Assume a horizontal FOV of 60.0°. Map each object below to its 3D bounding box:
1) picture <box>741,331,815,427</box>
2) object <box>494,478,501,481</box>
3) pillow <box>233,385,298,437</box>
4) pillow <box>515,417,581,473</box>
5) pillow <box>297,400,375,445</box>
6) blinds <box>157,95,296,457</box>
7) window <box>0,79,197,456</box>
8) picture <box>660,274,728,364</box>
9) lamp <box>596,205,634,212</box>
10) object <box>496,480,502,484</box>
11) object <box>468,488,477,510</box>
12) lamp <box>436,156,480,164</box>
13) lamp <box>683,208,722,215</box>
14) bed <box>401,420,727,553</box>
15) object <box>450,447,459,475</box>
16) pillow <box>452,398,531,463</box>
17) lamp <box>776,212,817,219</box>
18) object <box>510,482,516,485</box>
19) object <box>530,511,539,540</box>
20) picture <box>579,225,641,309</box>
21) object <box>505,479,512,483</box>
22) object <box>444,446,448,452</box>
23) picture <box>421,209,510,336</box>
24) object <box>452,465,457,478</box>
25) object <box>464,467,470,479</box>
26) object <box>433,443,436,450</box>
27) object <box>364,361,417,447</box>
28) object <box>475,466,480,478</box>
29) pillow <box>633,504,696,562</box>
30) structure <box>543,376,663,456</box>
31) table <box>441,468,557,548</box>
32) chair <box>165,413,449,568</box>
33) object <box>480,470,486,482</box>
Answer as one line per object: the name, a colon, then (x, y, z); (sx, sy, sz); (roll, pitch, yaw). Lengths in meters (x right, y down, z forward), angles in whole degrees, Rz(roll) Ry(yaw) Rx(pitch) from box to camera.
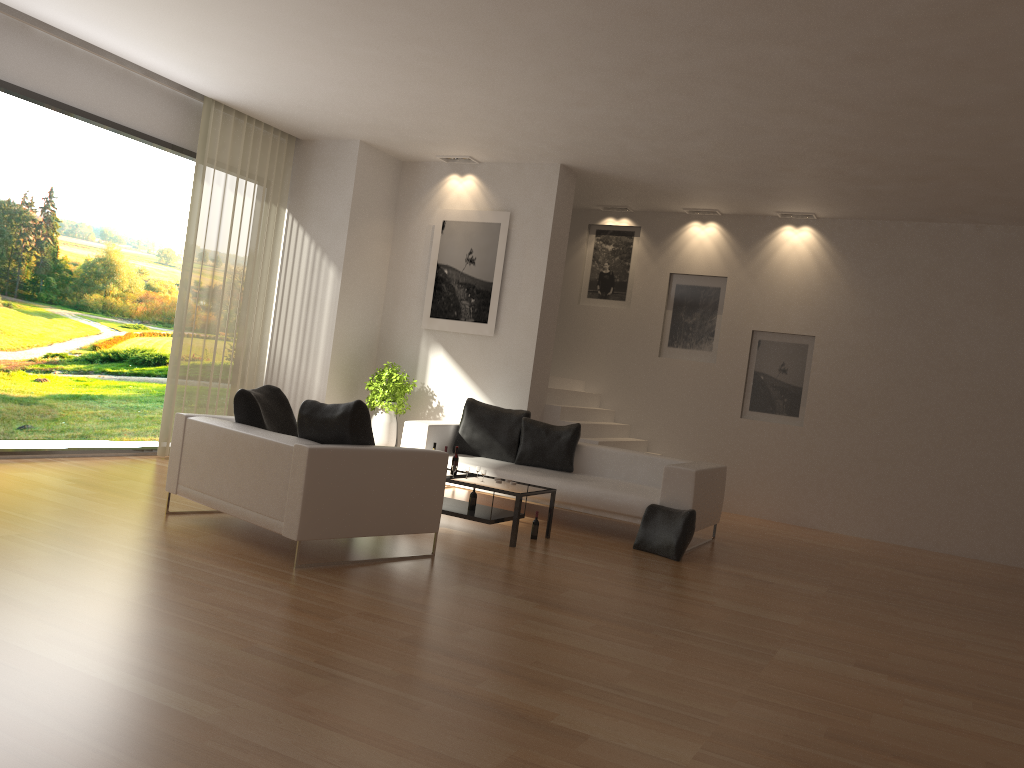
picture: (3.309, -0.071, 11.028); (0.802, 1.155, 0.005); (8, 1, 26)
object: (-0.122, 0.815, 7.559); (0.052, 0.021, 0.052); (8, 0, 4)
pillow: (-1.863, 0.309, 6.689); (0.291, 0.598, 0.660); (8, 0, 16)
pillow: (0.374, 0.622, 9.129); (0.628, 0.524, 0.270); (8, 0, 10)
pillow: (-1.168, 0.415, 5.951); (0.506, 0.666, 0.324); (8, 0, 17)
blinds: (-3.123, -1.136, 9.808); (0.143, 3.861, 1.409); (8, 1, 23)
window: (-4.252, -0.943, 8.097); (0.152, 3.189, 5.198); (8, 1, 26)
picture: (2.363, -0.860, 11.542); (0.802, 1.155, 0.005); (8, 1, 26)
lamp: (1.394, -2.425, 11.893); (0.446, 0.166, 0.243); (8, 1, 26)
object: (-0.110, 0.818, 7.411); (0.052, 0.021, 0.052); (7, 1, -41)
object: (-0.329, 0.963, 7.507); (0.065, 0.217, 0.065); (8, 0, 9)
lamp: (-0.620, -2.685, 10.321); (0.446, 0.166, 0.243); (8, 1, 26)
lamp: (2.449, -2.278, 11.362); (0.446, 0.166, 0.243); (8, 1, 26)
bed: (0.450, 0.950, 8.886); (3.075, 0.761, 1.262); (8, 1, 27)
object: (-0.489, 0.664, 7.646); (0.057, 0.248, 0.057); (8, 1, 44)
pillow: (-0.208, 0.516, 9.399); (0.755, 0.666, 0.346); (8, 0, 12)
lamp: (3.490, -2.133, 10.839); (0.446, 0.166, 0.243); (8, 1, 26)
object: (0.010, 0.834, 7.439); (0.052, 0.021, 0.052); (8, 0, 4)
object: (0.197, 1.193, 7.466); (0.059, 0.244, 0.059); (8, 0, 3)
picture: (1.338, -1.605, 12.092); (0.802, 1.155, 0.005); (8, 1, 26)
object: (-0.029, 0.828, 7.575); (0.052, 0.021, 0.052); (8, 0, 4)
object: (-0.577, 0.653, 7.587); (0.059, 0.244, 0.059); (8, 1, 27)
picture: (-0.548, -1.311, 10.317); (0.979, 1.431, 0.004); (8, 1, 26)
object: (-0.486, 0.734, 7.436); (0.039, 0.101, 0.039); (8, 1, -21)
object: (-0.377, 0.749, 7.479); (0.039, 0.101, 0.039); (8, 0, -16)
object: (-0.679, 0.632, 7.631); (0.068, 0.257, 0.067); (8, 1, 45)
object: (-1.464, 0.398, 10.293); (0.570, 1.324, 0.631); (8, 1, 41)
object: (-0.295, 0.759, 7.638); (0.039, 0.101, 0.039); (8, 0, -16)
pillow: (1.330, 1.267, 7.600); (0.503, 0.457, 0.340); (8, 1, 45)
structure: (0.049, 0.545, 11.506); (4.625, 1.403, 1.839); (8, 1, 26)
table: (-0.498, 1.014, 7.633); (1.566, 0.460, 0.709); (8, 1, 26)
chair: (-1.472, 0.711, 6.375); (1.671, 0.761, 1.262); (8, 1, 42)
object: (-0.239, 0.768, 7.415); (0.039, 0.101, 0.039); (8, 0, -16)
